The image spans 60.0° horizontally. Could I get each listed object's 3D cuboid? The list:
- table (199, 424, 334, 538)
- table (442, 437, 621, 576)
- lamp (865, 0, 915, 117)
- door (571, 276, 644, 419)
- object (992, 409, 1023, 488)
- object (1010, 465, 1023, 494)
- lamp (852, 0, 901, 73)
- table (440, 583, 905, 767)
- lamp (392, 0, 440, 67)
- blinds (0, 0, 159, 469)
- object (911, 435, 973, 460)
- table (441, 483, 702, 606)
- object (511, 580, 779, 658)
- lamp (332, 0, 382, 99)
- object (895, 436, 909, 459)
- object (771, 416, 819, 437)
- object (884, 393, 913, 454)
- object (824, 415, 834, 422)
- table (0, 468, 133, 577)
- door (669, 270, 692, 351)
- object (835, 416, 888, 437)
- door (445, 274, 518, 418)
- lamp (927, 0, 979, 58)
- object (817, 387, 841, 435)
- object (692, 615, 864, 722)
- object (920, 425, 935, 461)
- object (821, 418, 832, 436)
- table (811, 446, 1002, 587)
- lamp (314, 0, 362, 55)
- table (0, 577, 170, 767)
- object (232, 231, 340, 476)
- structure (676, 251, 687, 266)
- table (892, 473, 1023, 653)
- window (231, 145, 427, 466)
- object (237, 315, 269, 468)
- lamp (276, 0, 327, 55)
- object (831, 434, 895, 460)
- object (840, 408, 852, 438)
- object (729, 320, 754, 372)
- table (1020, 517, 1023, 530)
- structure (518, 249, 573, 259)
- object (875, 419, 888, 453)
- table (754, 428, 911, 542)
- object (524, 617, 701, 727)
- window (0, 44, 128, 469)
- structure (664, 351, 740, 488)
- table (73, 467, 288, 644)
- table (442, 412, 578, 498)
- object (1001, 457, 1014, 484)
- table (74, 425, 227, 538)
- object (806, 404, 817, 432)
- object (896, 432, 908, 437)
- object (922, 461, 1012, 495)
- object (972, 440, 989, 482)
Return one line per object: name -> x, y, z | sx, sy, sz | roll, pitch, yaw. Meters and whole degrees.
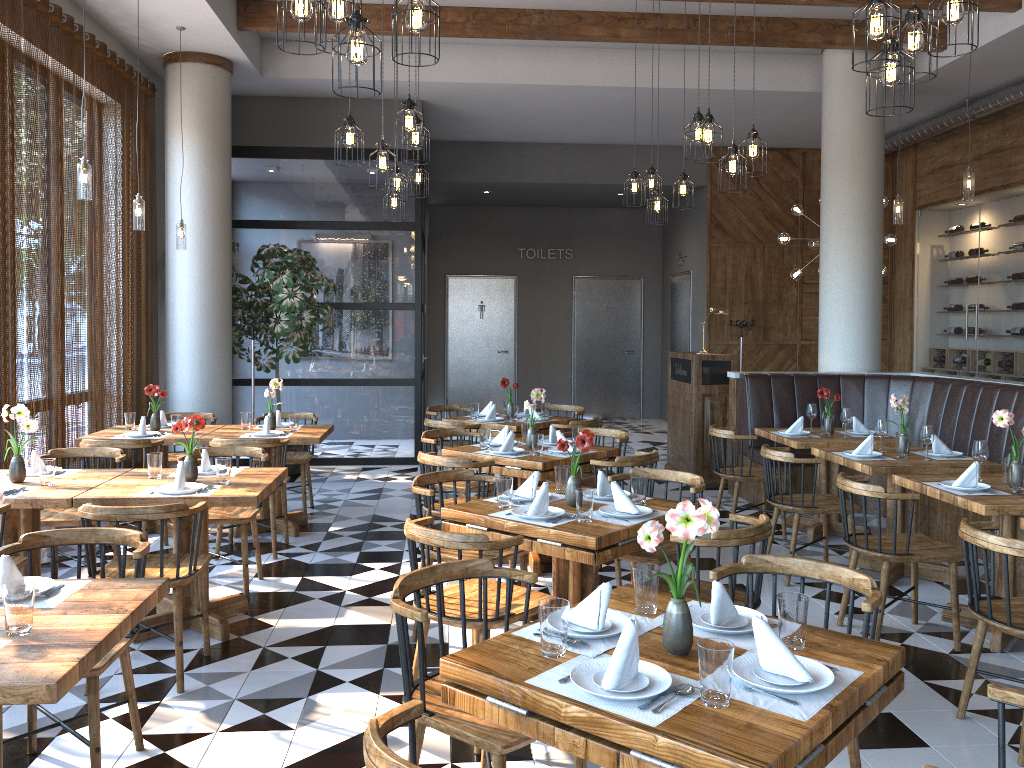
table -> -1.842, 0.740, 6.775 | 0.850, 0.763, 0.852 | 0, 3, -4
table -> 0.132, 0.810, 5.899 | 0.865, 0.763, 0.865 | 3, 4, 40
lamp -> 1.540, -2.139, 3.576 | 0.175, 2.068, 0.175 | -1, 2, -34
door -> 1.603, -0.607, 14.806 | 1.206, 2.391, 0.114 | 0, 1, -4
object -> 2.584, 0.332, 4.561 | 0.206, 0.399, 0.146 | 0, 2, -2
object -> 2.527, 0.476, 4.414 | 0.080, 0.132, 0.080 | 0, 2, 1
lamp -> 1.410, -2.259, 3.394 | 0.175, 2.068, 0.175 | 1, 2, 23
table -> 0.417, 1.060, 2.252 | 0.865, 0.763, 0.865 | 3, 4, 40
lamp -> -0.361, -2.265, 3.346 | 0.175, 2.068, 0.175 | 0, 2, -19
blinds -> -3.113, -0.760, 4.715 | 0.160, 3.576, 7.279 | 0, 3, -4
object -> 2.753, 0.389, 5.661 | 0.272, 0.137, 0.352 | 0, 4, -4
table -> 0.277, 0.937, 4.046 | 0.865, 0.763, 0.865 | 3, 4, 40
object -> 0.403, 0.599, 2.403 | 0.578, 0.137, 0.582 | 4, 5, 40
lamp -> -0.582, -2.134, 3.328 | 0.175, 2.068, 0.175 | 1, 2, 15
object -> 2.439, 0.399, 5.538 | 0.080, 0.132, 0.080 | 0, 2, -19
object -> 2.143, 0.314, 6.724 | 0.272, 0.137, 0.352 | 0, 4, -4
object -> 2.471, 0.257, 5.653 | 0.146, 0.399, 0.207 | 0, 2, 3
object -> 2.460, 0.307, 6.882 | 0.080, 0.132, 0.080 | 0, 2, -4
table -> -2.528, 0.887, 4.559 | 0.850, 0.763, 0.852 | 0, 3, -4
door -> 2.581, -0.526, 13.696 | 0.114, 2.391, 1.208 | 0, 2, -4
object -> 2.667, 0.314, 6.756 | 0.272, 0.137, 0.352 | 0, 4, -4
door -> -0.505, -0.606, 14.641 | 1.206, 2.391, 0.114 | 0, 1, -4
lamp -> 1.767, -2.365, 3.518 | 0.175, 2.068, 0.175 | -1, 2, -34
object -> 2.404, 0.204, 6.752 | 0.156, 0.355, 0.171 | 0, 2, -11
object -> 0.626, 0.623, 2.072 | 0.272, 0.137, 0.352 | 3, 5, 41
object -> 2.560, 0.363, 5.465 | 0.081, 0.215, 0.081 | 1, 2, 26
object -> 2.353, 0.323, 6.638 | 0.080, 0.132, 0.080 | 0, 2, -19
table -> 2.490, 0.839, 5.654 | 0.850, 0.763, 0.852 | 0, 3, -4
lamp -> -0.692, -2.379, 3.525 | 0.175, 2.068, 0.175 | 1, 2, 15
table -> -1.503, 1.038, 2.432 | 0.850, 0.763, 0.852 | 0, 3, -4
object -> -2.650, -0.337, 9.073 | 1.634, 2.589, 1.381 | -1, 2, -21
structure -> 2.608, -1.925, 13.617 | 0.025, 0.197, 0.566 | 0, 4, -4
table -> 2.575, 0.914, 4.568 | 0.850, 0.763, 0.852 | 0, 3, -4
window -> -2.412, -0.918, 10.909 | 2.727, 3.545, 2.189 | 0, 2, -4
object -> -2.432, 0.184, 8.321 | 0.374, 1.656, 0.375 | 1, 2, 18
lamp -> -0.795, -2.310, 3.346 | 0.175, 2.068, 0.175 | 0, 1, 3
object -> 2.229, 0.389, 5.629 | 0.272, 0.137, 0.352 | 0, 4, -4
object -> 2.475, 0.287, 6.565 | 0.081, 0.215, 0.081 | 1, 2, 26
object -> 3.127, -0.045, 12.102 | 0.374, 1.656, 0.375 | 1, 2, 18
table -> 2.661, 0.989, 3.468 | 0.850, 0.763, 0.852 | 0, 3, -4
structure -> 0.550, -2.158, 14.693 | 0.915, 0.166, 0.035 | 0, 2, -4
object -> 2.423, 0.338, 5.814 | 0.081, 0.215, 0.081 | 0, 2, -13
table -> 2.404, 0.764, 6.754 | 0.850, 0.763, 0.852 | 0, 3, -4
object -> 0.248, 0.623, 2.039 | 0.352, 0.137, 0.272 | 3, 5, 41
window -> -1.976, -0.393, 0.350 | 4.493, 3.161, 15.153 | -1, 4, -28
structure -> 2.029, 0.329, 9.166 | 0.645, 1.298, 1.047 | 0, 2, -4
table -> -1.674, 0.887, 4.626 | 0.850, 0.763, 0.852 | 0, 3, -4
table -> -0.014, 0.681, 7.773 | 0.865, 0.763, 0.865 | 3, 4, 40
object -> 2.632, 0.458, 4.684 | 0.080, 0.132, 0.080 | 0, 2, -4
table -> -2.695, 0.740, 6.708 | 0.850, 0.763, 0.852 | 0, 3, -4
object -> 2.337, 0.263, 6.914 | 0.081, 0.215, 0.081 | 0, 2, -13
object -> 2.546, 0.383, 5.782 | 0.080, 0.132, 0.080 | 0, 2, -4
object -> 2.315, 0.465, 4.524 | 0.272, 0.137, 0.352 | 0, 4, -4
object -> 2.507, 0.412, 4.744 | 0.081, 0.215, 0.081 | -1, 2, -41
